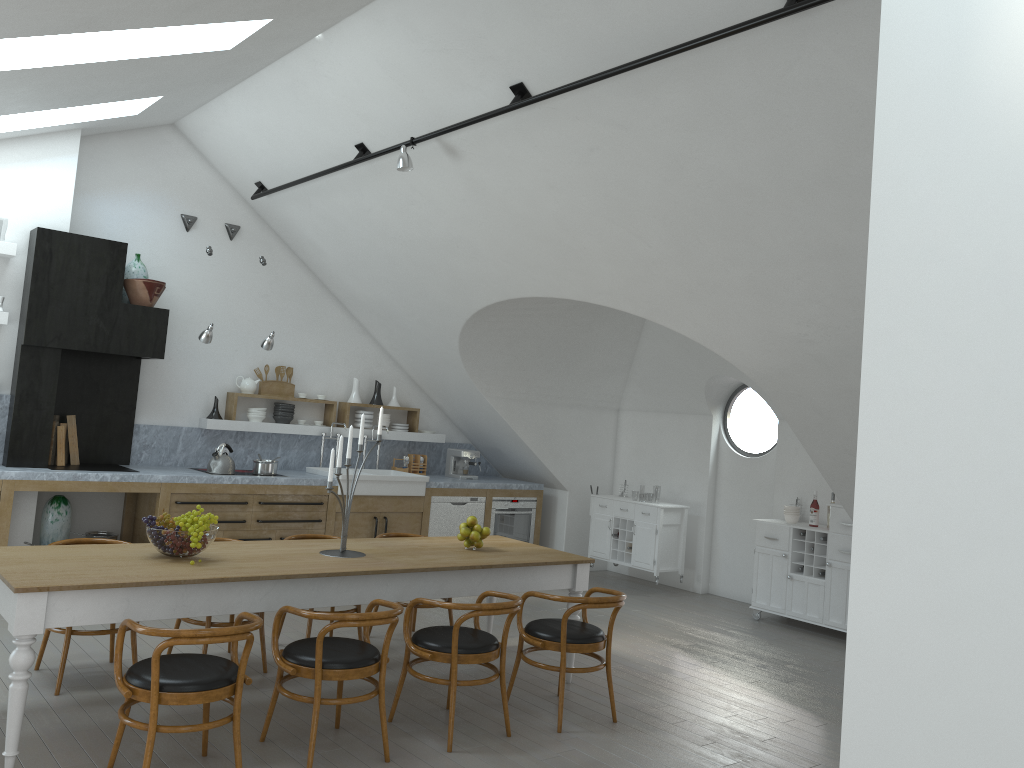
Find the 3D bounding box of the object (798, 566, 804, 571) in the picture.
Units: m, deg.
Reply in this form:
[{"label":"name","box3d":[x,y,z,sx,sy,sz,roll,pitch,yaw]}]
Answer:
[{"label":"object","box3d":[2.721,1.672,8.005,0.330,0.085,0.156,7,-3,-38]}]

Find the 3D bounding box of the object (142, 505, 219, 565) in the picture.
[{"label":"object","box3d":[-1.714,0.759,4.597,0.394,0.285,0.291,4,-3,15]}]

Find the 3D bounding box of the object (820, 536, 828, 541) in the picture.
[{"label":"object","box3d":[2.849,1.374,7.881,0.359,0.085,0.087,7,-4,-39]}]

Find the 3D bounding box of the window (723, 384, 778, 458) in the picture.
[{"label":"window","box3d":[2.555,0.370,9.258,0.060,0.901,0.900,8,-5,-39]}]

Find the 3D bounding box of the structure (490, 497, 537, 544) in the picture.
[{"label":"structure","box3d":[-0.174,1.546,9.892,0.631,0.638,0.631,7,-4,-39]}]

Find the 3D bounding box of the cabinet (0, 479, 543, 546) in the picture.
[{"label":"cabinet","box3d":[-2.452,1.400,8.243,6.415,1.024,1.004,7,-4,-39]}]

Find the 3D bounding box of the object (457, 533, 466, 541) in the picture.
[{"label":"object","box3d":[-0.323,0.984,5.711,0.059,0.056,0.060,8,-4,-44]}]

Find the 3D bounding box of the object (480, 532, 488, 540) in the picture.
[{"label":"object","box3d":[-0.193,0.973,5.751,0.076,0.076,0.076,4,-3,18]}]

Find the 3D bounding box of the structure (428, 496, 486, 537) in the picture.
[{"label":"structure","box3d":[-0.766,1.573,9.412,0.722,0.824,0.598,7,-4,-39]}]

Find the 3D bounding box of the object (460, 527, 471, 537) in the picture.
[{"label":"object","box3d":[-0.296,0.947,5.664,0.071,0.064,0.072,2,-4,44]}]

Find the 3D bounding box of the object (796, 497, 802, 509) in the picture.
[{"label":"object","box3d":[2.712,1.188,8.459,0.065,0.209,0.115,8,-5,-37]}]

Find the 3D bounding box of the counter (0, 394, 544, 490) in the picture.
[{"label":"counter","box3d":[-2.341,0.589,8.364,6.562,0.621,0.962,7,-3,-39]}]

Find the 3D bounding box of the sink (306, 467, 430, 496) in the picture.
[{"label":"sink","box3d":[-1.449,0.980,8.875,1.019,0.202,0.727,7,-3,-39]}]

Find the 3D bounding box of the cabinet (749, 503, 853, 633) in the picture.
[{"label":"cabinet","box3d":[2.805,1.638,7.990,0.608,1.156,1.242,8,-4,-39]}]

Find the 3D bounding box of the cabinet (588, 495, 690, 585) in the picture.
[{"label":"cabinet","box3d":[1.306,1.643,9.513,0.496,0.791,1.135,8,-4,-39]}]

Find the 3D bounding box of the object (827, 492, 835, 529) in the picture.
[{"label":"object","box3d":[2.873,1.139,7.948,0.085,0.331,0.085,4,-4,10]}]

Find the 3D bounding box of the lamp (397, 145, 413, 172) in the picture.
[{"label":"lamp","box3d":[-0.727,-1.550,6.080,0.113,0.175,0.114,4,-4,14]}]

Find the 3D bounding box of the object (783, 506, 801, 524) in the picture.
[{"label":"object","box3d":[2.599,1.215,8.237,0.157,0.160,0.154,5,-3,-11]}]

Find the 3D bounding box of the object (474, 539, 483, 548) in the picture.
[{"label":"object","box3d":[-0.215,1.025,5.699,0.063,0.063,0.063,6,-4,-28]}]

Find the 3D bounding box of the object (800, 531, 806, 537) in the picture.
[{"label":"object","box3d":[2.724,1.366,8.047,0.358,0.094,0.092,7,-4,-39]}]

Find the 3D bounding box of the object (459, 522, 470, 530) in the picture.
[{"label":"object","box3d":[-0.308,0.932,5.736,0.066,0.071,0.072,4,-3,20]}]

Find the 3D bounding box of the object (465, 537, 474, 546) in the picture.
[{"label":"object","box3d":[-0.266,1.015,5.753,0.080,0.074,0.078,4,-3,6]}]

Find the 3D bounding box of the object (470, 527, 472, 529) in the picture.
[{"label":"object","box3d":[-0.251,0.923,5.802,0.062,0.060,0.062,7,-4,-38]}]

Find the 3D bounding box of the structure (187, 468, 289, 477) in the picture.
[{"label":"structure","box3d":[-2.516,0.831,8.132,0.736,0.041,0.647,7,-3,-39]}]

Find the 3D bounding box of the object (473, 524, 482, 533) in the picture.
[{"label":"object","box3d":[-0.221,0.929,5.686,0.053,0.057,0.058,6,-4,-25]}]

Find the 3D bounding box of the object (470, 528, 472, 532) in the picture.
[{"label":"object","box3d":[-0.287,0.965,5.788,0.062,0.060,0.062,7,-4,-35]}]

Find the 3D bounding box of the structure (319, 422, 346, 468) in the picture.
[{"label":"structure","box3d":[-1.762,0.655,8.983,0.333,0.531,0.213,3,-4,31]}]

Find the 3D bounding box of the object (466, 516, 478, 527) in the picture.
[{"label":"object","box3d":[-0.257,0.888,5.725,0.072,0.074,0.072,7,-4,-39]}]

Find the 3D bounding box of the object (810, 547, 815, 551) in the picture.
[{"label":"object","box3d":[2.784,1.479,7.965,0.330,0.085,0.085,7,-4,-39]}]

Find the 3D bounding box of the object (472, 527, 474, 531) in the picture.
[{"label":"object","box3d":[-0.236,0.939,5.752,0.053,0.051,0.052,3,-3,22]}]

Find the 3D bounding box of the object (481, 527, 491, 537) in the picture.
[{"label":"object","box3d":[-0.168,0.950,5.700,0.063,0.063,0.062,4,-3,13]}]

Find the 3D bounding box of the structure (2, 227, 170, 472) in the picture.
[{"label":"structure","box3d":[-3.587,-0.251,7.465,1.073,1.888,0.780,8,-5,-39]}]

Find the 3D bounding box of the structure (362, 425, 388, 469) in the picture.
[{"label":"structure","box3d":[-1.386,0.699,9.291,0.333,0.531,0.213,3,-4,31]}]

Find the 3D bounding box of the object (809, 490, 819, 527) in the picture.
[{"label":"object","box3d":[2.763,1.137,8.091,0.081,0.330,0.081,8,-5,-43]}]

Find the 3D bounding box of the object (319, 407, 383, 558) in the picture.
[{"label":"object","box3d":[-0.913,0.555,5.222,0.266,0.877,0.773,3,-4,25]}]

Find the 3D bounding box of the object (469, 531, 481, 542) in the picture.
[{"label":"object","box3d":[-0.237,0.971,5.652,0.071,0.072,0.070,4,-3,15]}]

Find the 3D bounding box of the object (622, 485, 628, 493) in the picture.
[{"label":"object","box3d":[1.256,1.175,9.895,0.029,0.137,0.097,8,-5,-36]}]

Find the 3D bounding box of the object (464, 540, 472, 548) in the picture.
[{"label":"object","box3d":[-0.285,1.026,5.687,0.051,0.050,0.050,7,-4,-35]}]

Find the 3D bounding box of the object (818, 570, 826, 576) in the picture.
[{"label":"object","box3d":[2.825,1.678,7.866,0.358,0.081,0.081,7,-4,-41]}]

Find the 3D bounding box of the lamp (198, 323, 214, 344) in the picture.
[{"label":"lamp","box3d":[-2.635,-0.435,7.634,0.115,0.178,0.164,6,-4,-21]}]

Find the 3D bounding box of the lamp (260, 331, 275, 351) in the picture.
[{"label":"lamp","box3d":[-2.187,-0.387,7.995,0.169,0.177,0.112,2,-5,43]}]

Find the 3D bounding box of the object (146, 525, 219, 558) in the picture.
[{"label":"object","box3d":[-1.724,0.822,4.621,0.360,0.160,0.359,3,-3,31]}]
